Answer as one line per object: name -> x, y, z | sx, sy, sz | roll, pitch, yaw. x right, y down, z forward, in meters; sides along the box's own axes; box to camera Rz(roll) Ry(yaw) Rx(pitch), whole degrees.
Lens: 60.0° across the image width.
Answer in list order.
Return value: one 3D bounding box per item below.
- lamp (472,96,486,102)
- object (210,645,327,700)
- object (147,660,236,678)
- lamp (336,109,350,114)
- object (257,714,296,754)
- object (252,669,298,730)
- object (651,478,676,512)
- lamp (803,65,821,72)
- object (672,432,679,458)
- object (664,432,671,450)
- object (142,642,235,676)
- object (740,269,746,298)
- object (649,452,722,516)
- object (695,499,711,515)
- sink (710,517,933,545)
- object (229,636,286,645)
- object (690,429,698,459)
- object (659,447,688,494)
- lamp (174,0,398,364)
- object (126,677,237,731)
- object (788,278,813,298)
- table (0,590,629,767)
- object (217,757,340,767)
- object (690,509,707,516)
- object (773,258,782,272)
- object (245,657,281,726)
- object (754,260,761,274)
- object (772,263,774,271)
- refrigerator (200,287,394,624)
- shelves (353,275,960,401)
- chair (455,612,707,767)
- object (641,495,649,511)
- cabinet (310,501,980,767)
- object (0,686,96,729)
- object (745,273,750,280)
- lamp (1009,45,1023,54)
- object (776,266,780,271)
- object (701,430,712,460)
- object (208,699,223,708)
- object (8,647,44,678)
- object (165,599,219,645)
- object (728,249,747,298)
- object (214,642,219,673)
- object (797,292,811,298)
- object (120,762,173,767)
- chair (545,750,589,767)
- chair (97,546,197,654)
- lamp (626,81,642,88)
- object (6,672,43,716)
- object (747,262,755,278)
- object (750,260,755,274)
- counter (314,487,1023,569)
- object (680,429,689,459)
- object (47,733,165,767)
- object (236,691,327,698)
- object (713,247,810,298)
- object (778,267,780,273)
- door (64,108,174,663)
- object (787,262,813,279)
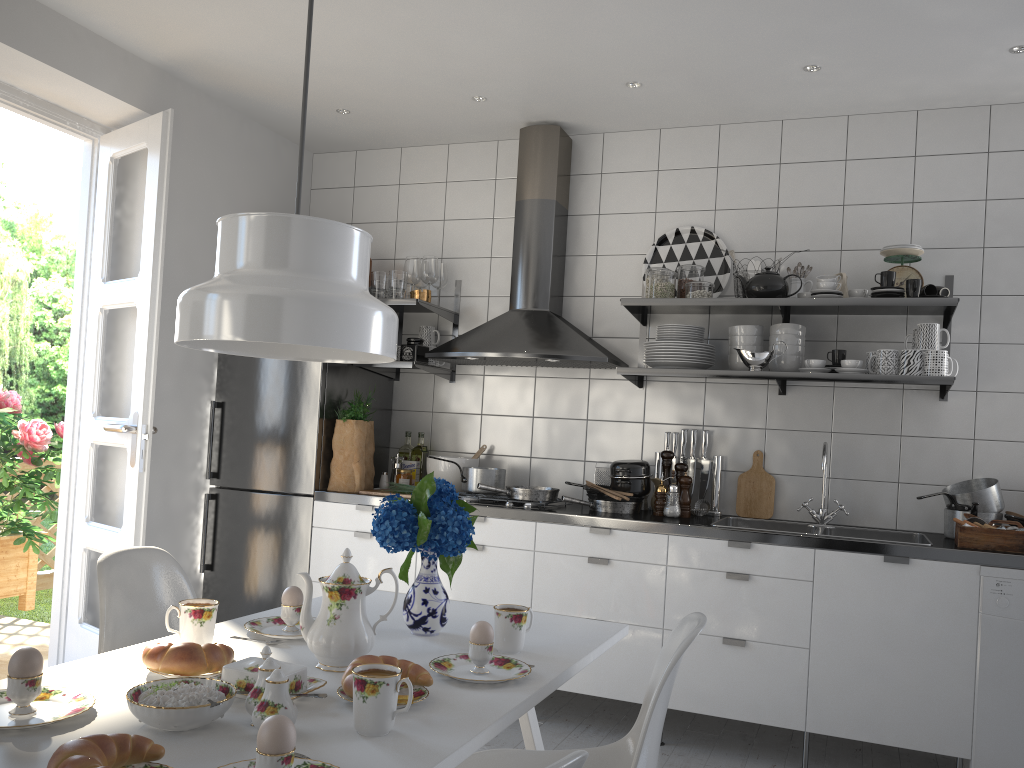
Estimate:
lamp -> -0.142, -1.241, 3.826 | 0.064, 0.030, 0.064 | 3, -3, 14
object -> -0.423, 0.490, 1.518 | 0.186, 0.083, 0.140 | 2, -3, 21
object -> -0.585, 0.520, 1.621 | 0.158, 0.016, 0.158 | 4, -3, -8
lamp -> -0.777, -1.265, 4.076 | 0.064, 0.030, 0.064 | 3, -3, 14
object -> -0.292, 0.443, 1.100 | 0.048, 0.063, 0.048 | 2, -2, 26
object -> -0.350, 0.473, 1.313 | 0.069, 0.102, 0.065 | 3, -2, 22
object -> 0.663, 0.483, 3.832 | 0.116, 0.144, 0.127 | 5, -2, -30
lamp -> 1.128, -1.195, 3.327 | 0.064, 0.030, 0.064 | 3, -3, 14
object -> 0.722, 0.270, 3.920 | 0.027, 0.114, 0.019 | 3, -1, 17
object -> 0.689, 0.269, 3.933 | 0.027, 0.114, 0.019 | 3, -1, 17
object -> -0.587, 0.490, 1.604 | 0.161, 0.057, 0.124 | 4, -3, -14
object -> 0.995, -0.408, 3.805 | 0.023, 0.186, 0.080 | 3, -1, -4
object -> 0.767, 0.438, 3.895 | 0.321, 0.260, 0.067 | 2, -1, 21
object -> 0.824, 0.530, 3.824 | 0.069, 0.068, 0.029 | 2, -2, 26
sink -> 1.179, 0.613, 3.407 | 0.765, 0.111, 0.488 | 2, -3, 21
object -> -0.536, 0.540, 1.876 | 0.139, 0.011, 0.032 | 2, -3, 25
object -> 0.798, 0.264, 3.890 | 0.033, 0.132, 0.022 | 3, -1, 26
object -> 0.679, 0.409, 3.730 | 0.123, 0.282, 0.061 | 3, -1, 27
lamp -> -0.351, -0.714, 1.561 | 0.374, 1.322, 0.373 | 4, -2, -37
object -> -0.502, 0.488, 1.347 | 0.158, 0.058, 0.158 | 3, -3, 12
object -> 1.198, -0.373, 3.693 | 0.084, 0.130, 0.084 | 3, -2, 0
table -> -0.429, 0.865, 1.573 | 0.813, 0.659, 1.829 | 2, -3, 22
object -> -0.296, 0.507, 1.099 | 0.200, 0.016, 0.201 | 1, -4, 36
object -> 0.793, 0.544, 3.764 | 0.072, 0.031, 0.070 | 2, -3, 21
object -> 1.096, -0.426, 3.763 | 0.085, 0.226, 0.027 | 3, -1, 4
object -> -0.378, 0.475, 1.374 | 0.069, 0.102, 0.065 | 3, -2, 22
object -> 1.064, -0.426, 3.811 | 0.025, 0.227, 0.086 | 4, -1, -9
object -> 1.098, -0.420, 3.785 | 0.068, 0.217, 0.020 | 5, -2, -43
refrigerator -> -1.023, 0.419, 4.278 | 0.576, 1.799, 0.695 | 3, -1, 22
shelves -> 0.518, -0.244, 3.853 | 2.538, 0.512, 0.427 | 2, -2, 21
chair -> 0.085, 0.835, 1.744 | 0.542, 0.800, 0.465 | 3, -2, 11
object -> 0.568, 0.519, 3.889 | 0.066, 0.067, 0.052 | 4, -2, -18
cabinet -> 0.728, 0.986, 3.588 | 3.236, 0.794, 0.663 | 2, -2, 21
object -> -0.742, 0.494, 1.343 | 0.201, 0.016, 0.201 | 5, -4, -23
object -> 1.008, -0.400, 3.784 | 0.022, 0.167, 0.125 | 3, -2, 7
lamp -> 1.763, -1.172, 3.077 | 0.064, 0.030, 0.064 | 3, -3, 14
object -> 1.078, -0.406, 3.723 | 0.090, 0.181, 0.023 | 4, -1, -6
object -> 0.851, 0.266, 3.868 | 0.046, 0.132, 0.022 | 3, -1, 25
object -> -0.450, 0.472, 1.319 | 0.031, 0.032, 0.138 | 4, -3, -24
object -> -0.737, 0.430, 1.344 | 0.048, 0.063, 0.048 | 2, -2, 26
object -> -0.635, 0.487, 1.779 | 0.078, 0.095, 0.091 | 3, -2, 20
object -> 0.961, -0.445, 3.742 | 0.113, 0.249, 0.021 | 3, -1, 26
object -> -0.586, 0.513, 1.655 | 0.070, 0.036, 0.109 | 4, -3, -20
object -> 1.189, -0.339, 3.566 | 0.079, 0.047, 0.082 | 4, -3, -4
object -> -0.482, 0.494, 1.076 | 0.158, 0.016, 0.158 | 4, -3, -8
chair -> -0.205, 0.776, 1.022 | 0.542, 0.800, 0.466 | 2, -2, 36
chair -> -0.707, 0.807, 2.070 | 0.542, 0.800, 0.465 | 3, -2, 16
lamp -> 0.493, -1.218, 3.577 | 0.064, 0.030, 0.064 | 3, -3, 14
object -> -0.740, 0.468, 1.343 | 0.048, 0.057, 0.048 | 4, -2, -28
object -> 1.035, -0.424, 3.809 | 0.028, 0.220, 0.100 | 4, -1, -7
object -> 1.036, -0.429, 3.829 | 0.029, 0.232, 0.063 | 3, -1, 10
counter -> 0.755, 0.570, 3.601 | 3.237, 0.045, 0.652 | 2, -4, 21
object -> 0.759, 0.263, 3.905 | 0.033, 0.132, 0.022 | 3, -1, 26
object -> -0.497, 0.465, 1.080 | 0.124, 0.057, 0.161 | 4, -3, -14
object -> -0.394, 0.508, 1.452 | 0.180, 0.001, 0.022 | 4, -3, -5
object -> 1.048, -0.453, 3.757 | 0.378, 0.279, 0.198 | 3, -2, 4
object -> 1.097, -0.409, 3.740 | 0.062, 0.190, 0.023 | 3, -1, 3
door -> -1.629, 0.081, 3.632 | 0.601, 2.324, 0.157 | 2, -2, 42
object -> 1.198, -0.414, 3.706 | 0.104, 0.203, 0.077 | 3, -1, 19
